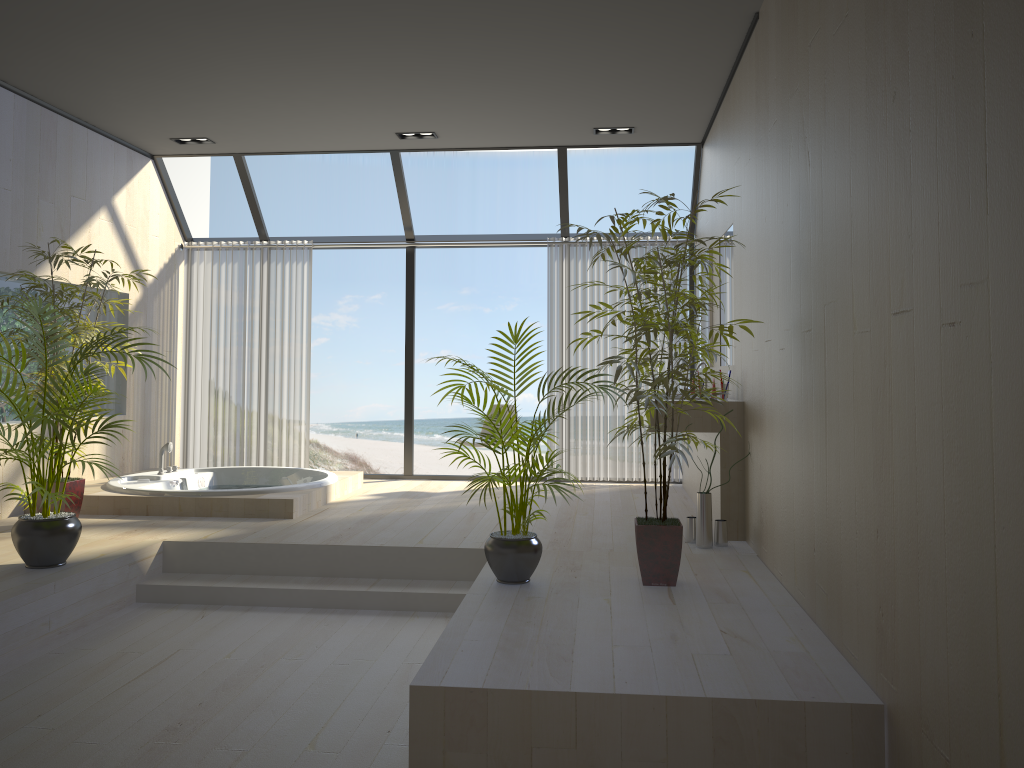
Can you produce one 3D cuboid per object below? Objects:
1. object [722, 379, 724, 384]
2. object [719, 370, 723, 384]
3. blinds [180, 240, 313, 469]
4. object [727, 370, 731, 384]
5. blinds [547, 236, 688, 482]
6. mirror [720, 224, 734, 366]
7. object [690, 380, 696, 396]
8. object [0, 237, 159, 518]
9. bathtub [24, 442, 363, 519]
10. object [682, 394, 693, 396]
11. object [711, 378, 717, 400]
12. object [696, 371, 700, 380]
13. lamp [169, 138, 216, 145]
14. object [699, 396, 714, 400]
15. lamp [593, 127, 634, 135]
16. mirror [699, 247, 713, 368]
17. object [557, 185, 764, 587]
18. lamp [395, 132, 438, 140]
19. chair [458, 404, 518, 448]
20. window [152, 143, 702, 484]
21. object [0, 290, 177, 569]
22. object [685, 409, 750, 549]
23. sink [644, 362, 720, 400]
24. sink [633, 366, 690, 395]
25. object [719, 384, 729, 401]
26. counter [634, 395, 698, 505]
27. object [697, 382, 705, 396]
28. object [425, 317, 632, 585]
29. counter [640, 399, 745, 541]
[{"bbox_3d":[1.261,0.030,5.286,0.039,0.135,0.039,3,-4,-43],"label":"object"},{"bbox_3d":[1.202,0.007,5.087,0.050,0.178,0.012,3,-4,-45],"label":"object"},{"bbox_3d":[-2.346,-0.237,7.855,1.182,2.076,0.084,0,-3,6],"label":"blinds"},{"bbox_3d":[1.237,0.008,5.100,0.054,0.176,0.012,-1,-3,31],"label":"object"},{"bbox_3d":[0.891,-0.220,7.522,1.182,2.076,0.084,0,-3,6],"label":"blinds"},{"bbox_3d":[1.389,-0.548,5.672,0.023,0.871,0.652,0,-2,6],"label":"mirror"},{"bbox_3d":[1.308,0.020,6.399,0.039,0.135,0.039,2,-3,-35],"label":"object"},{"bbox_3d":[-2.809,-0.020,5.442,0.786,1.761,0.933,-1,-3,31],"label":"object"},{"bbox_3d":[-2.208,0.790,6.525,1.821,0.700,1.644,0,0,6],"label":"bathtub"},{"bbox_3d":[1.257,0.070,6.334,0.032,0.029,0.104,1,0,-44],"label":"object"},{"bbox_3d":[1.185,0.031,5.200,0.039,0.135,0.039,3,-4,-43],"label":"object"},{"bbox_3d":[1.326,-0.004,6.286,0.050,0.178,0.012,3,-4,-45],"label":"object"},{"bbox_3d":[-2.518,-1.968,6.985,0.301,0.112,0.164,0,-1,6],"label":"lamp"},{"bbox_3d":[1.134,0.080,5.135,0.032,0.029,0.104,1,0,-44],"label":"object"},{"bbox_3d":[0.764,-1.951,6.647,0.301,0.112,0.164,0,-1,6],"label":"lamp"},{"bbox_3d":[1.467,-0.558,6.704,0.023,0.871,0.652,0,-2,6],"label":"mirror"},{"bbox_3d":[0.714,0.008,3.949,0.786,1.761,0.933,-1,-3,31],"label":"object"},{"bbox_3d":[-0.730,-1.959,6.801,0.301,0.112,0.164,0,-1,6],"label":"lamp"},{"bbox_3d":[-0.178,0.345,7.252,0.369,0.348,0.453,-1,-1,34],"label":"chair"},{"bbox_3d":[-0.737,-0.569,7.514,4.560,2.822,0.743,0,-3,6],"label":"window"},{"bbox_3d":[-2.171,0.193,4.281,1.065,1.349,0.871,0,-2,-6],"label":"object"},{"bbox_3d":[1.144,0.511,4.817,0.407,0.751,0.273,0,-3,-6],"label":"object"},{"bbox_3d":[1.056,0.072,5.554,0.504,0.420,0.573,0,-1,9],"label":"sink"},{"bbox_3d":[1.179,0.061,6.753,0.504,0.420,0.573,0,-1,9],"label":"sink"},{"bbox_3d":[1.223,0.049,5.106,0.058,0.100,0.058,0,-2,16],"label":"object"},{"bbox_3d":[1.228,0.477,6.760,0.550,0.792,1.203,0,-1,6],"label":"counter"},{"bbox_3d":[1.347,0.038,6.305,0.058,0.100,0.058,0,-2,13],"label":"object"},{"bbox_3d":[-0.036,0.293,3.970,0.915,1.160,0.750,-1,-2,39],"label":"object"},{"bbox_3d":[1.105,0.487,5.562,0.550,0.792,1.203,0,-1,6],"label":"counter"}]
